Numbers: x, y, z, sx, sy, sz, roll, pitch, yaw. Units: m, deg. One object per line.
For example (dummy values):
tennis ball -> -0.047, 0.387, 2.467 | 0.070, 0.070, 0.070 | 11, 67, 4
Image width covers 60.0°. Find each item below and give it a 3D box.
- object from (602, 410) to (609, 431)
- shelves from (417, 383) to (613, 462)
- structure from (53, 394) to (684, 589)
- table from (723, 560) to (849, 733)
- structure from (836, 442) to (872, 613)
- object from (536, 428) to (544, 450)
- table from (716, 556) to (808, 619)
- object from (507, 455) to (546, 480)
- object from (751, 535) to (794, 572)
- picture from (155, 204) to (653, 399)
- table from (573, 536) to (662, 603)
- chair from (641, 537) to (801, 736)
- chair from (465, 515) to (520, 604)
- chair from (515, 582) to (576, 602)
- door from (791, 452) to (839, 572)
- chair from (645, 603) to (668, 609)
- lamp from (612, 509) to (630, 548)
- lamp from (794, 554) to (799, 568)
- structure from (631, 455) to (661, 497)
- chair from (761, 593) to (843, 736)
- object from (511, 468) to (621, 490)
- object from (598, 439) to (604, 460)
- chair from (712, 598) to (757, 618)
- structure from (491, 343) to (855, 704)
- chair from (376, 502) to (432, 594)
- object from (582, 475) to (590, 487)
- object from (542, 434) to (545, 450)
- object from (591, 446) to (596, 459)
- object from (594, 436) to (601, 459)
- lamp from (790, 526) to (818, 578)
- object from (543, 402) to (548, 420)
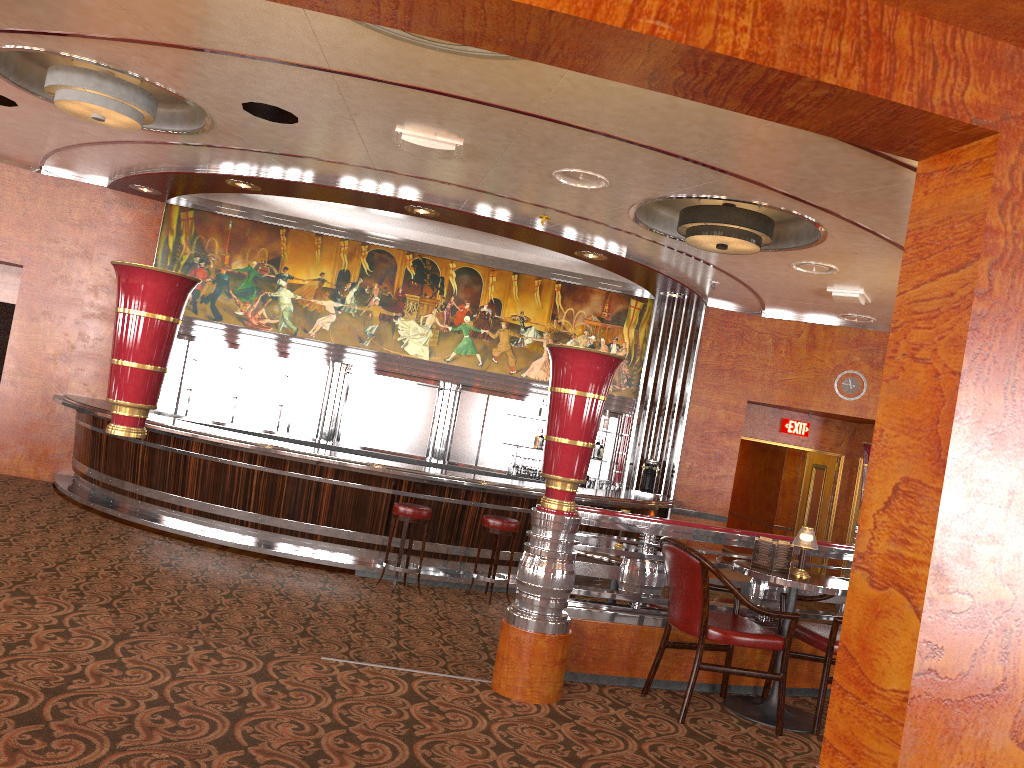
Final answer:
object -> 1.226, 0.473, 11.514 | 0.067, 0.282, 0.067 | 10, -2, 5
shelves -> 0.006, 0.502, 11.439 | 2.595, 0.568, 0.339 | 10, -2, -7
structure -> -1.526, 1.276, 9.581 | 7.812, 1.047, 3.208 | 10, -2, -7
table -> 1.392, 1.329, 4.535 | 0.639, 0.720, 0.640 | 9, -3, 36
structure -> 4.119, 1.770, 9.333 | 0.623, 2.023, 3.173 | 9, -3, 33
object -> 0.376, 0.711, 11.497 | 0.080, 0.272, 0.080 | 10, -2, -3
table -> 1.748, 1.745, 6.077 | 0.850, 0.960, 0.849 | 11, -2, -27
object -> 0.424, 1.115, 11.417 | 0.951, 0.245, 0.396 | 10, -2, -3
object -> 1.321, 0.873, 4.569 | 0.169, 0.156, 0.195 | 8, -3, 43
picture -> -1.308, -1.010, 11.256 | 6.256, 1.322, 0.001 | 10, -2, -7
table -> 0.601, 1.520, 5.595 | 0.850, 0.960, 0.850 | 10, -2, -4
chair -> 0.983, 1.200, 4.359 | 0.615, 0.816, 0.587 | 11, -2, -17
chair -> -0.160, 1.602, 8.131 | 0.350, 0.755, 0.350 | 9, -2, 35
chair -> 0.139, 1.522, 5.138 | 0.350, 0.755, 0.350 | 8, -3, 42
door -> 4.268, 1.953, 12.605 | 0.063, 1.982, 0.808 | 10, -2, -12
chair -> 0.875, 1.651, 5.092 | 0.350, 0.755, 0.350 | 9, -2, 35
lamp -> 0.702, 0.926, 5.639 | 0.130, 0.250, 0.130 | 10, -2, 14
lamp -> 1.965, 1.169, 6.076 | 0.130, 0.250, 0.130 | 10, -2, 5
structure -> 1.736, 1.165, 11.197 | 0.360, 0.539, 0.281 | 10, -2, 13
chair -> 1.764, 1.350, 4.611 | 0.615, 0.816, 0.588 | 10, -2, -12
object -> 0.697, 1.223, 11.497 | 1.425, 0.134, 0.403 | 10, -2, -1
object -> 1.171, 0.859, 11.649 | 0.080, 0.272, 0.080 | 10, -2, -8
chair -> 1.383, 1.763, 5.593 | 0.350, 0.755, 0.350 | 9, -2, 35
structure -> 1.909, 0.397, 5.330 | 4.359, 3.604, 0.548 | 11, -2, -32
chair -> -0.941, 1.452, 7.874 | 0.350, 0.755, 0.350 | 11, -2, -33
object -> 0.885, 1.242, 11.433 | 0.169, 0.156, 0.195 | 9, -2, 18
object -> 0.460, 0.711, 11.536 | 0.078, 0.305, 0.206 | 10, -2, -10
object -> 1.046, 0.830, 11.501 | 0.080, 0.272, 0.080 | 10, -2, -3
object -> 1.113, 0.828, 11.555 | 0.078, 0.305, 0.078 | 10, -2, 7
lamp -> 1.486, 0.852, 4.513 | 0.130, 0.250, 0.130 | 10, -2, 5
object -> 0.453, 0.331, 11.422 | 0.067, 0.282, 0.067 | 9, -2, 39
